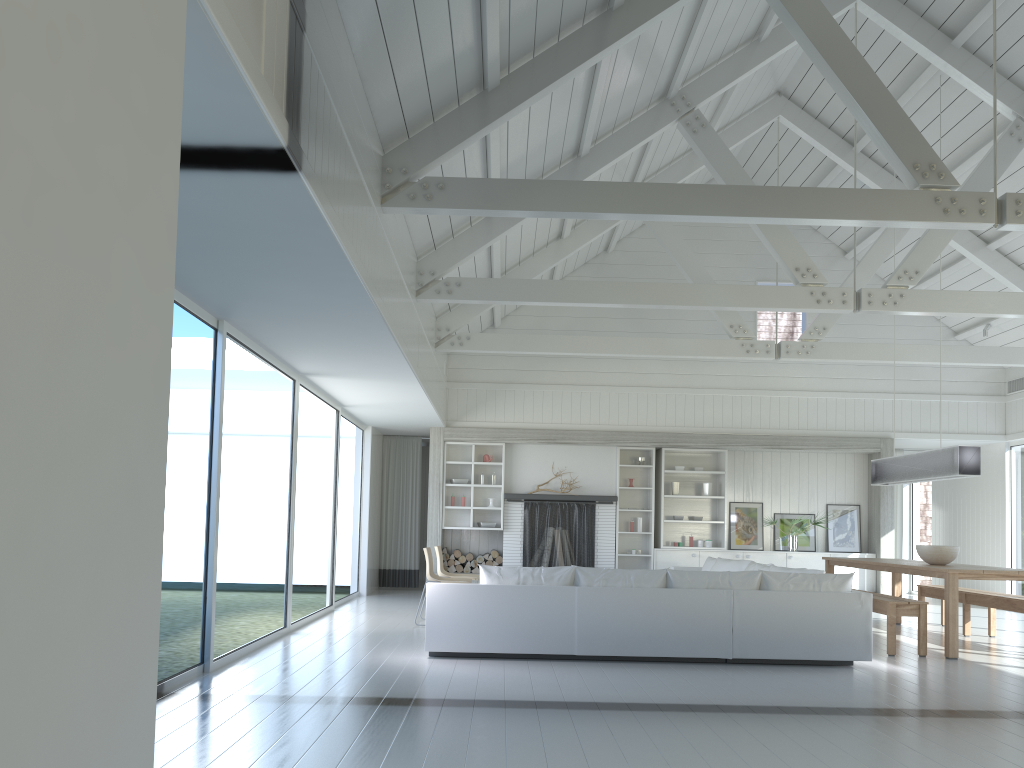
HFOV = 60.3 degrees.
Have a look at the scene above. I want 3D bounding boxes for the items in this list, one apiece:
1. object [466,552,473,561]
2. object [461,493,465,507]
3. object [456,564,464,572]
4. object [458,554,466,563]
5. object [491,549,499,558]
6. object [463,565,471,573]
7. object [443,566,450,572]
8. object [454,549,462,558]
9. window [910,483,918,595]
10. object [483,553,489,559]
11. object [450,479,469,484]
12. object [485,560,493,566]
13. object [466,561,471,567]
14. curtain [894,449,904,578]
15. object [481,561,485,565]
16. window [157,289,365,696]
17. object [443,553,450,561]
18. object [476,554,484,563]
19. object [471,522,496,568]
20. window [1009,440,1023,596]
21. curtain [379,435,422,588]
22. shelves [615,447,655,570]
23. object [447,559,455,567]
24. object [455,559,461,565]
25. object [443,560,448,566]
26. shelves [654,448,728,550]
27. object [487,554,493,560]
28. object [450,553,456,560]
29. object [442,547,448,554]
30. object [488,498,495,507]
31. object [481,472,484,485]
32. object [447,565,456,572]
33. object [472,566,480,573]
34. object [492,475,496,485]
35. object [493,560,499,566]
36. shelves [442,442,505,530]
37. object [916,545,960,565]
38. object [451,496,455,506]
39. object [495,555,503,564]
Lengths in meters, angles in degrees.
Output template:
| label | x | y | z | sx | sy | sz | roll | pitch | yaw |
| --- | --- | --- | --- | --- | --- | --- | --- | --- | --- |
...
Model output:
| label | x | y | z | sx | sy | sz | roll | pitch | yaw |
| --- | --- | --- | --- | --- | --- | --- | --- | --- | --- |
| object | -0.616 | 2.509 | 12.813 | 0.109 | 0.109 | 0.499 | 2 | -9 | -2 |
| object | -0.699 | 1.666 | 12.658 | 0.054 | 0.195 | 0.054 | 1 | -3 | 0 |
| object | -0.759 | 2.669 | 12.804 | 0.110 | 0.110 | 0.499 | 2 | -9 | -2 |
| object | -0.720 | 2.541 | 12.810 | 0.109 | 0.109 | 0.499 | 2 | -9 | -2 |
| object | -0.253 | 2.468 | 12.820 | 0.110 | 0.110 | 0.499 | 2 | -9 | -2 |
| object | -0.646 | 2.674 | 12.813 | 0.105 | 0.114 | 0.522 | 1 | -9 | -1 |
| object | -0.965 | 2.686 | 12.808 | 0.108 | 0.105 | 0.519 | 2 | -9 | -2 |
| object | -0.788 | 2.461 | 12.814 | 0.110 | 0.110 | 0.499 | 2 | -9 | -2 |
| window | 7.120 | 2.458 | 15.261 | 0.038 | 2.413 | 0.952 | 1 | -4 | 0 |
| object | -0.382 | 2.501 | 12.803 | 0.086 | 0.091 | 0.483 | 2 | -9 | -2 |
| object | -0.763 | 1.411 | 12.686 | 0.242 | 0.072 | 0.244 | 4 | -9 | -15 |
| object | -0.333 | 2.606 | 12.812 | 0.109 | 0.109 | 0.499 | 2 | -9 | -2 |
| object | -0.632 | 2.600 | 12.795 | 0.080 | 0.079 | 0.482 | 2 | -9 | -2 |
| curtain | 5.710 | 2.189 | 13.946 | 1.006 | 2.356 | 0.117 | 1 | -3 | 0 |
| object | -0.419 | 2.606 | 12.798 | 0.080 | 0.079 | 0.482 | 2 | -9 | -2 |
| window | -2.080 | 1.112 | 8.237 | 0.080 | 2.401 | 8.796 | 1 | -9 | 0 |
| object | -0.958 | 2.505 | 12.809 | 0.109 | 0.109 | 0.499 | 2 | -9 | -2 |
| object | -0.463 | 2.539 | 12.814 | 0.109 | 0.109 | 0.499 | 2 | -9 | -2 |
| object | -0.467 | 2.331 | 12.788 | 0.341 | 0.639 | 0.617 | 3 | -6 | -15 |
| window | 7.185 | 1.170 | 7.230 | 0.080 | 2.401 | 11.031 | 1 | -9 | 0 |
| curtain | -1.738 | 1.977 | 13.727 | 0.630 | 2.356 | 0.117 | 1 | -3 | -1 |
| shelves | 1.762 | 1.945 | 12.911 | 0.541 | 1.988 | 0.609 | 1 | -3 | -1 |
| object | -0.876 | 2.592 | 12.806 | 0.109 | 0.109 | 0.499 | 2 | -9 | -2 |
| object | -0.783 | 2.584 | 12.801 | 0.080 | 0.079 | 0.482 | 2 | -9 | -2 |
| object | -0.962 | 2.592 | 12.792 | 0.080 | 0.079 | 0.482 | 2 | -9 | -2 |
| shelves | 2.611 | 1.692 | 12.934 | 0.939 | 1.435 | 0.609 | 1 | -4 | -1 |
| object | -0.319 | 2.513 | 12.804 | 0.080 | 0.079 | 0.482 | 2 | -9 | -2 |
| object | -0.862 | 2.500 | 12.798 | 0.080 | 0.079 | 0.482 | 2 | -9 | -2 |
| object | -0.973 | 2.414 | 12.801 | 0.080 | 0.079 | 0.482 | 2 | -9 | -2 |
| object | -0.295 | 1.709 | 12.658 | 0.137 | 0.129 | 0.138 | 3 | -6 | -13 |
| object | -0.426 | 1.356 | 12.677 | 0.054 | 0.195 | 0.054 | 1 | -3 | 0 |
| object | -0.863 | 2.684 | 12.818 | 0.134 | 0.146 | 0.553 | 1 | -9 | -1 |
| object | -0.519 | 2.711 | 12.821 | 0.134 | 0.146 | 0.553 | 1 | -9 | -1 |
| object | -0.260 | 1.360 | 12.679 | 0.054 | 0.195 | 0.054 | 1 | -3 | 0 |
| object | -0.240 | 2.598 | 12.806 | 0.080 | 0.079 | 0.482 | 2 | -9 | -2 |
| shelves | -0.548 | 1.488 | 12.777 | 0.865 | 1.232 | 0.552 | 1 | -4 | -1 |
| object | 4.120 | 1.658 | 8.533 | 0.389 | 0.184 | 0.393 | 3 | -8 | -9 |
| object | -0.850 | 1.662 | 12.656 | 0.054 | 0.195 | 0.054 | 1 | -3 | 0 |
| object | -0.191 | 2.549 | 12.816 | 0.109 | 0.109 | 0.499 | 2 | -9 | -2 |
